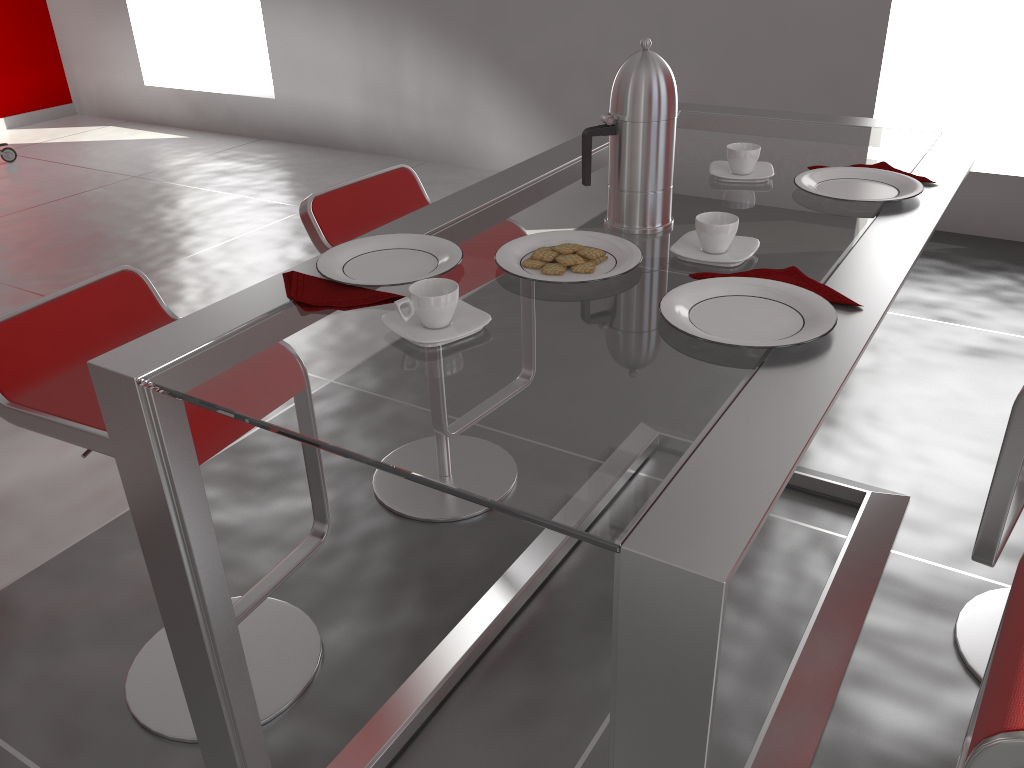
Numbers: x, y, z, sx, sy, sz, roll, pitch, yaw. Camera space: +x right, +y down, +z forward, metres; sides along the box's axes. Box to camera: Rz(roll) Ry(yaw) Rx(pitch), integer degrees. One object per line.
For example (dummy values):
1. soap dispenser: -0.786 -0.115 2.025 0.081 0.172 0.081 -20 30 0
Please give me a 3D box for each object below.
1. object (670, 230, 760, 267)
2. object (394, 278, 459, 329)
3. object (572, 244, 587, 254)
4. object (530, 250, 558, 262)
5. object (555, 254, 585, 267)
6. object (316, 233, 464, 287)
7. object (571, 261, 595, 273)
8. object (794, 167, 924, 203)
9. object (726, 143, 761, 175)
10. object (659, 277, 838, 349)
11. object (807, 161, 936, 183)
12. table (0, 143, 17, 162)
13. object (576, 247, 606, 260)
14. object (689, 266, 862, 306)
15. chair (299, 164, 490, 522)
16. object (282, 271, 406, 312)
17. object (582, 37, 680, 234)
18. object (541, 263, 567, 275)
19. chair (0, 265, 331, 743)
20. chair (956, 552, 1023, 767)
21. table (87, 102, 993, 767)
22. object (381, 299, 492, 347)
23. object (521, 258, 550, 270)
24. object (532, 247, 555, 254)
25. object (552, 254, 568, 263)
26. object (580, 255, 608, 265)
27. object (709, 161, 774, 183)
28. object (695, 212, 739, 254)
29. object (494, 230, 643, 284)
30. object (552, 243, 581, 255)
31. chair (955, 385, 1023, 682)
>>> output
1. object: 0.301 -0.200 1.319 0.119 0.016 0.119 13 32 26
2. object: -0.100 -0.095 1.104 0.062 0.049 0.078 15 33 28
3. object: 0.096 -0.204 1.342 0.034 0.006 0.036 -21 34 -31
4. object: 0.047 -0.190 1.307 0.036 0.006 0.034 8 30 18
5. object: 0.084 -0.180 1.288 0.036 0.006 0.034 -12 30 -18
6. object: -0.180 -0.180 1.314 0.217 0.015 0.217 -12 30 -18
7. object: 0.102 -0.169 1.277 0.034 0.006 0.036 4 29 10
8. object: 0.611 -0.349 1.571 0.217 0.015 0.217 -20 33 -29
9. object: 0.439 -0.424 1.672 0.078 0.049 0.062 -20 34 -30
10. object: 0.293 -0.087 1.112 0.217 0.015 0.217 2 29 7
11. object: 0.686 -0.405 1.673 0.234 0.012 0.095 14 33 27
12. table: -4.156 -1.585 5.544 0.749 0.682 1.627 16 33 29
13. object: 0.116 -0.193 1.309 0.036 0.006 0.034 23 37 38
14. object: 0.369 -0.144 1.214 0.234 0.012 0.095 14 33 27
15. chair: -0.225 -0.107 2.393 0.460 0.857 0.418 18 34 32
16. object: -0.257 -0.122 1.216 0.234 0.012 0.095 15 33 28
17. object: 0.193 -0.384 1.378 0.113 0.287 0.149 20 36 35
18. object: 0.060 -0.166 1.275 0.034 0.006 0.036 6 30 14
19. chair: -0.668 0.245 1.777 0.460 0.857 0.418 12 32 24
20. chair: 0.770 0.575 1.077 0.460 0.857 0.418 17 34 30
21. table: 0.288 0.144 1.749 0.800 1.000 1.700 15 33 28
22. object: -0.095 -0.077 1.121 0.119 0.016 0.119 -22 35 -32
23. object: 0.034 -0.178 1.299 0.034 0.006 0.036 15 33 28
24. object: 0.051 -0.199 1.336 0.034 0.006 0.036 15 33 28
25. object: 0.076 -0.186 1.311 0.036 0.006 0.034 -24 35 -34
26. object: 0.119 -0.186 1.309 0.036 0.006 0.034 18 34 32
27. object: 0.434 -0.401 1.679 0.119 0.016 0.119 4 29 11
28. object: 0.308 -0.222 1.310 0.078 0.049 0.062 -11 30 -15
29. object: 0.082 -0.183 1.302 0.217 0.015 0.217 -12 30 -18
30. object: 0.081 -0.203 1.329 0.036 0.006 0.034 -20 33 -29
31. chair: 1.187 0.221 1.698 0.460 0.857 0.418 20 36 35
